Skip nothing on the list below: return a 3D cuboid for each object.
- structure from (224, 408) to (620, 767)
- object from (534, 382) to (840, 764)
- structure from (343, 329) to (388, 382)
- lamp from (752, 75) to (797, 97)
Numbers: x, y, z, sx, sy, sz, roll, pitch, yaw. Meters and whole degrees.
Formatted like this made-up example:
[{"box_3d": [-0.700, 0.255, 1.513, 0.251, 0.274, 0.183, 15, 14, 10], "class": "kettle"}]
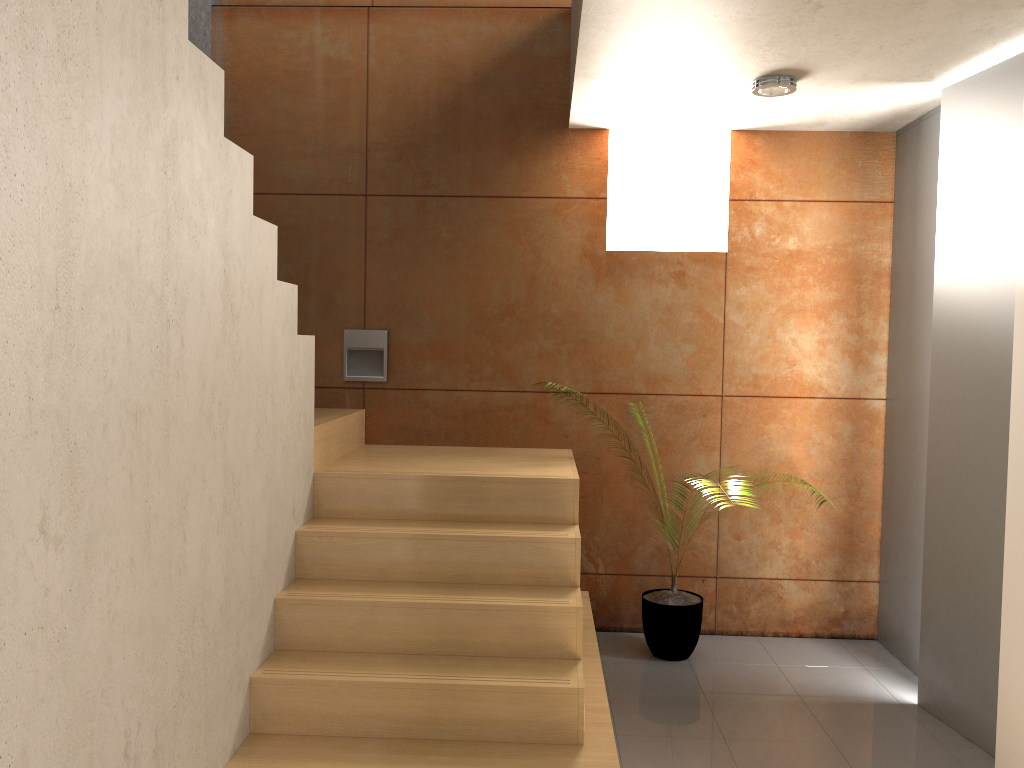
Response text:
[{"box_3d": [-0.625, 0.736, 3.319, 1.950, 1.110, 2.400, 1, 2, 2], "class": "structure"}, {"box_3d": [0.238, 0.824, 1.589, 4.200, 1.455, 6.200, 1, 2, 2], "class": "object"}, {"box_3d": [-0.738, -0.145, 4.517, 0.220, 0.260, 0.096, 1, 2, 2], "class": "structure"}, {"box_3d": [1.057, -1.202, 3.576, 0.173, 0.044, 0.173, 1, 2, 7], "class": "lamp"}]
